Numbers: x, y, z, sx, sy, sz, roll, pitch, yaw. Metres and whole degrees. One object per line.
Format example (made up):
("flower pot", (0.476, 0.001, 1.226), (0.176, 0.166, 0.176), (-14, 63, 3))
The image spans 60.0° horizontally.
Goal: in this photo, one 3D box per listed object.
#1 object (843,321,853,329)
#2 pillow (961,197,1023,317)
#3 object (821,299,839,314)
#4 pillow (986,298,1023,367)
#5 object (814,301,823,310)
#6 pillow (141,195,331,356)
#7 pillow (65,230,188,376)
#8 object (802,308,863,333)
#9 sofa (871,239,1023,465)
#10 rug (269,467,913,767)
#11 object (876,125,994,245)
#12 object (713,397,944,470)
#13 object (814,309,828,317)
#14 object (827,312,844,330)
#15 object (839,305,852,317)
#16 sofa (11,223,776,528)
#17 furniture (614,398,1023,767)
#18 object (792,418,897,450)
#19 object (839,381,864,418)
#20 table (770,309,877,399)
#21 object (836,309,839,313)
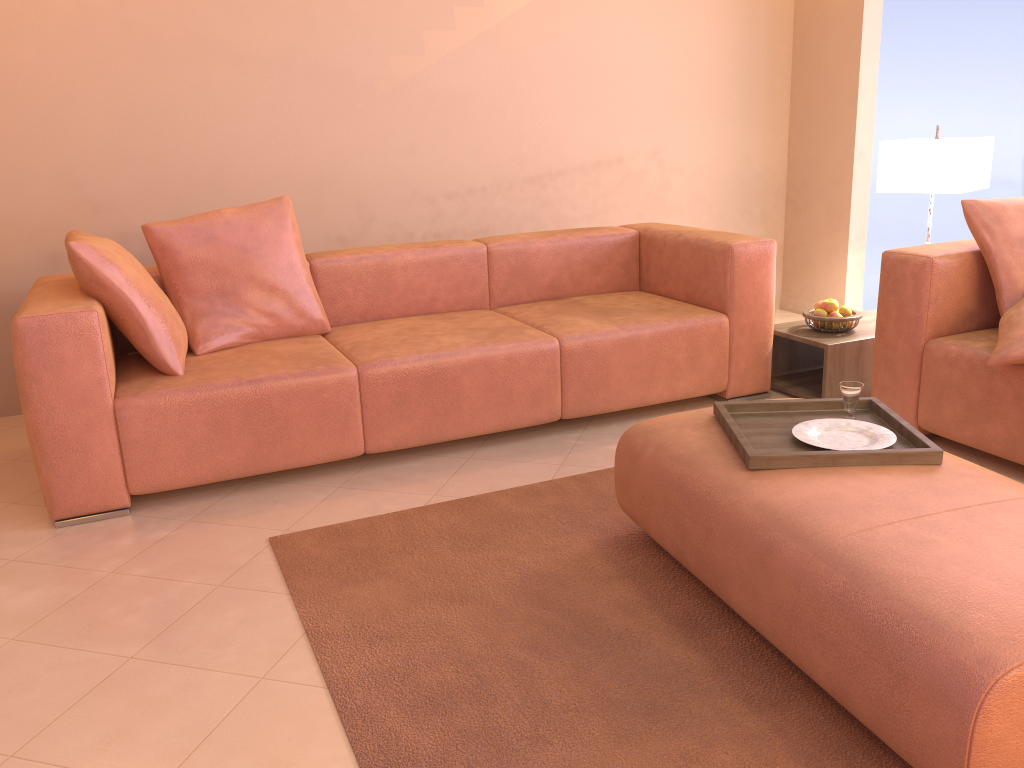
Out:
("object", (1.380, -0.250, 3.647), (0.046, 0.046, 0.055), (13, 22, 43))
("pillow", (1.821, -0.411, 3.039), (0.519, 0.455, 0.314), (-10, 18, -25))
("object", (1.310, -0.319, 3.658), (0.069, 0.061, 0.068), (6, 18, 27))
("pillow", (1.777, -0.213, 2.685), (0.517, 0.292, 0.514), (9, 19, 35))
("object", (1.292, -0.325, 3.708), (0.054, 0.046, 0.047), (-14, 19, -35))
("pillow", (-1.024, -0.417, 3.321), (0.582, 0.528, 0.302), (-15, 20, -38))
("pillow", (-1.299, -0.278, 3.021), (0.335, 0.486, 0.554), (-10, 18, -25))
("object", (1.329, -0.262, 3.685), (0.235, 0.071, 0.235), (-12, 18, -29))
("sofa", (2.276, 0.088, 2.200), (0.943, 0.672, 2.781), (-9, 17, -22))
("rug", (0.656, 0.627, 1.757), (1.833, 0.005, 2.626), (-9, 17, -22))
("object", (1.803, -0.701, 3.829), (0.344, 0.799, 0.344), (-17, 22, -42))
("object", (0.762, 0.115, 2.211), (0.436, 0.034, 0.421), (-2, 16, 2))
("object", (1.269, -0.286, 3.645), (0.055, 0.047, 0.045), (13, 22, 42))
("object", (1.322, -0.259, 3.629), (0.072, 0.076, 0.074), (-6, 16, -12))
("object", (1.366, -0.296, 3.635), (0.051, 0.053, 0.045), (-2, 16, 0))
("sofa", (-0.349, -0.182, 3.525), (2.781, 0.672, 0.943), (-9, 17, -22))
("furniture", (0.803, 0.343, 2.009), (0.685, 0.301, 1.291), (-7, 17, -17))
("object", (0.809, 0.130, 2.165), (0.240, 0.018, 0.240), (7, 18, 30))
("object", (0.888, 0.044, 2.325), (0.061, 0.091, 0.061), (-15, 20, -37))
("table", (1.572, -0.137, 3.832), (0.918, 0.268, 0.412), (-9, 17, -22))
("object", (1.352, -0.279, 3.695), (0.076, 0.065, 0.077), (-6, 16, -11))
